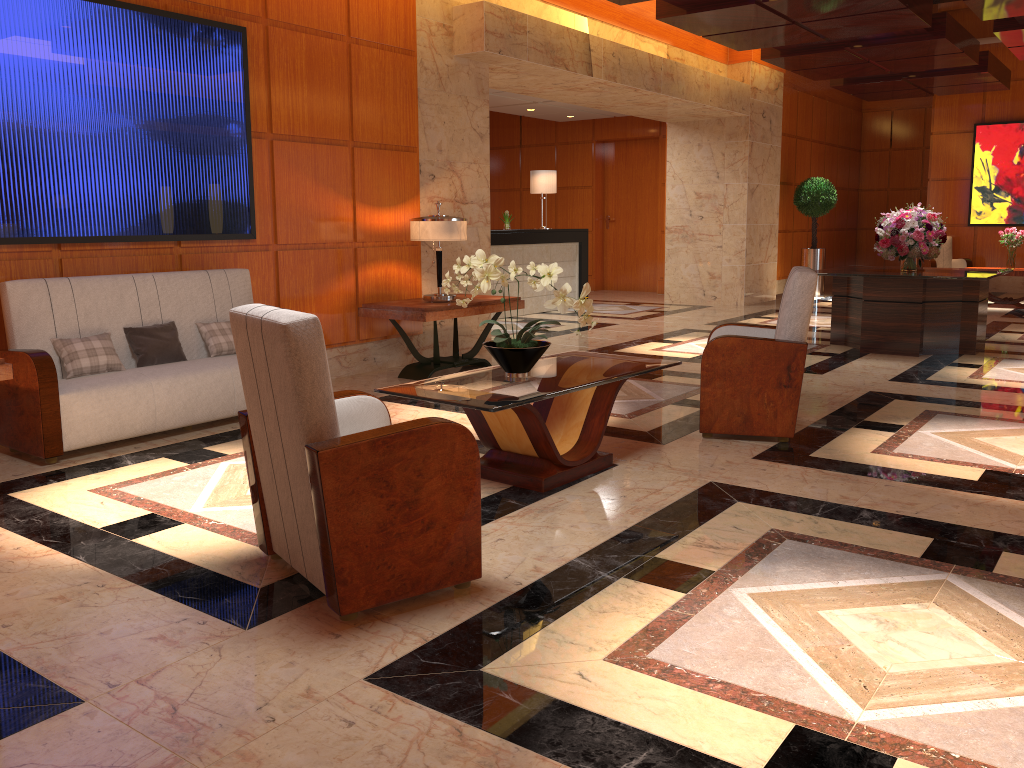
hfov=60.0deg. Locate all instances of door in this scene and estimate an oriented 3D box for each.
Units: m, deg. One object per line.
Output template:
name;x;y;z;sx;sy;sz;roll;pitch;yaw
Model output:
door;2.105;-2.980;15.727;1.288;2.681;0.342;6;10;36

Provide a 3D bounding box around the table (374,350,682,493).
table;0.145;0.195;4.411;0.724;0.493;1.566;7;13;39

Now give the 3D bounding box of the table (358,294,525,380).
table;-0.556;-0.393;7.362;0.727;0.603;1.275;7;12;36

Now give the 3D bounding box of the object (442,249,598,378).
object;0.026;-0.342;4.273;0.788;0.614;0.420;2;9;14

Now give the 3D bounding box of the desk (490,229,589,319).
desk;-0.121;-1.542;12.156;0.943;1.134;2.938;6;12;36

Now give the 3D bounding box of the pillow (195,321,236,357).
pillow;-1.875;-0.288;5.733;0.202;0.228;0.274;7;12;38

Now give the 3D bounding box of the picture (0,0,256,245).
picture;-2.441;-1.601;5.436;0.056;1.444;2.004;5;11;36

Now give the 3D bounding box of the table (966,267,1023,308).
table;7.145;-1.391;12.781;1.170;0.531;0.728;7;12;36

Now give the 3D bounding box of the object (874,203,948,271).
object;3.863;-1.428;8.595;0.650;0.654;0.683;4;10;27

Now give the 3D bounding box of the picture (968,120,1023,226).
picture;8.711;-3.491;14.674;2.000;1.727;0.057;6;11;36

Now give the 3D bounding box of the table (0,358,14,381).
table;-3.061;0.232;3.999;0.727;0.603;1.275;7;12;36

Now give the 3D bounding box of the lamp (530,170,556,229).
lamp;0.449;-2.629;12.673;0.373;0.815;0.374;-5;10;-28

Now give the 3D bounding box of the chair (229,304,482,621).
chair;-0.560;0.199;3.055;0.630;0.955;0.740;-6;11;-34

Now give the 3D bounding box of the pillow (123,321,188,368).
pillow;-2.169;-0.240;5.395;0.160;0.251;0.359;5;11;33

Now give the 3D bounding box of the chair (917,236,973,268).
chair;7.333;-2.035;15.110;0.738;0.955;0.632;-1;9;-5

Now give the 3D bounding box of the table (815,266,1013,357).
table;3.878;-0.739;8.709;1.603;0.740;1.607;7;12;36

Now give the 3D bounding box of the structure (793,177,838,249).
structure;5.002;-2.578;14.677;0.722;1.703;0.726;2;9;14

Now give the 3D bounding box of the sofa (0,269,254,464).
sofa;-2.101;-0.198;5.376;0.614;0.927;1.806;6;12;36

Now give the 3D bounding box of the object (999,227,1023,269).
object;7.171;-1.952;12.718;0.327;0.592;0.352;-6;10;-33

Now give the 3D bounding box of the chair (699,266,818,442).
chair;1.449;-0.213;5.255;0.629;0.955;0.742;2;9;15

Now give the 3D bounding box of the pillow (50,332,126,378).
pillow;-2.404;-0.164;5.034;0.195;0.225;0.345;7;12;41

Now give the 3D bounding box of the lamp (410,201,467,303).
lamp;-0.585;-1.063;7.115;0.460;0.805;0.460;-9;12;-44
